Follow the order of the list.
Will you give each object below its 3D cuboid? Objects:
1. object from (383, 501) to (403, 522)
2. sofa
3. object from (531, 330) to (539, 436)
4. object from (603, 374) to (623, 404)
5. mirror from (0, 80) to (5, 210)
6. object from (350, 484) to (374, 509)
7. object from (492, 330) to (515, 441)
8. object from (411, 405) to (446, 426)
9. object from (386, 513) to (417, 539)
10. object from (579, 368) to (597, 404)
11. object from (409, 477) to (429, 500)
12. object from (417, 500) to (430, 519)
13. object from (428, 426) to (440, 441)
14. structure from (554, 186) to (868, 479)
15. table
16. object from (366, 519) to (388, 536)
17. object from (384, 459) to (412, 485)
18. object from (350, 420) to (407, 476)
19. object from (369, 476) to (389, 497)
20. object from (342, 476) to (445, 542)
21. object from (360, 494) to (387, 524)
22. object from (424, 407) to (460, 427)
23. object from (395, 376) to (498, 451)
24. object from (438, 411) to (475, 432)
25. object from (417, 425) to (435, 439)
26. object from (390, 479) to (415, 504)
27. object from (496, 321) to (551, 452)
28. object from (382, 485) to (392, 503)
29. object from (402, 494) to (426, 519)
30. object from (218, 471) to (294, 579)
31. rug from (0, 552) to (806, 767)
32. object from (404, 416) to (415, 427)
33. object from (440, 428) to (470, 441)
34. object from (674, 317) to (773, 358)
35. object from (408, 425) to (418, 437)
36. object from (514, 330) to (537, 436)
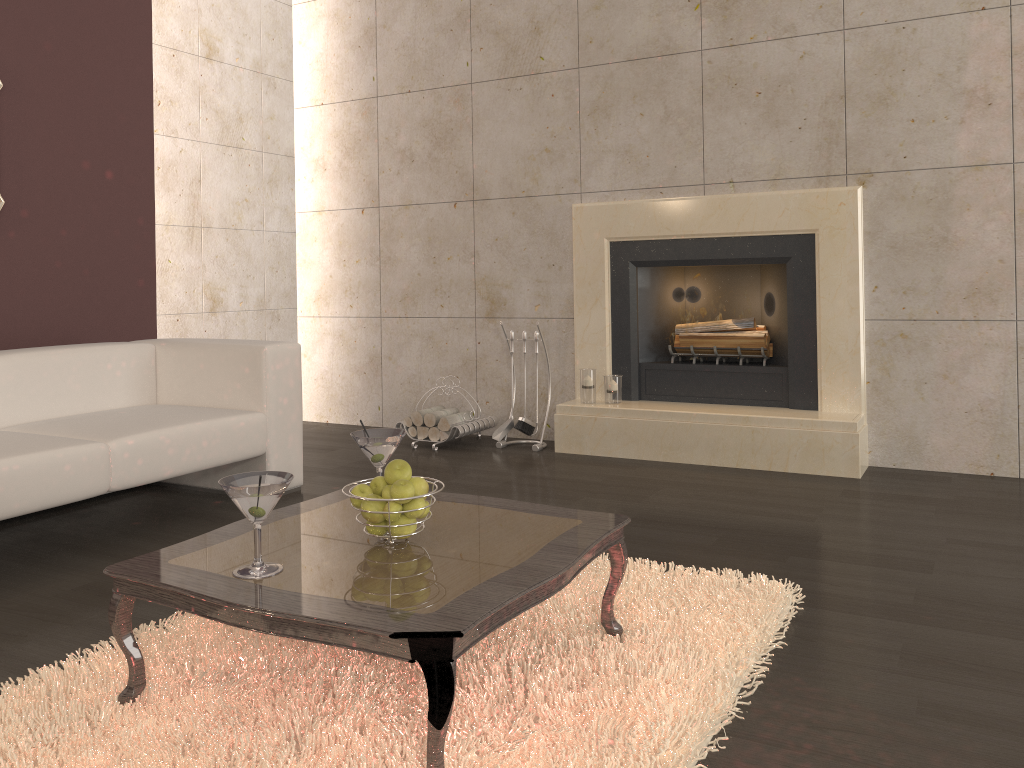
[{"bbox_3d":[-0.264,0.283,1.953,0.044,0.045,0.046,0,3,20],"label":"object"},{"bbox_3d":[-1.979,0.256,2.950,0.943,0.649,2.798,1,7,29],"label":"sofa"},{"bbox_3d":[0.126,-0.007,4.790,0.027,0.564,0.106,-1,0,22],"label":"object"},{"bbox_3d":[0.538,0.028,4.691,0.108,0.148,0.108,0,3,33],"label":"object"},{"bbox_3d":[-2.860,-1.048,3.425,0.047,0.821,1.792,-1,5,29],"label":"mirror"},{"bbox_3d":[-0.343,0.256,2.010,0.054,0.054,0.054,-1,3,-9],"label":"object"},{"bbox_3d":[-0.036,0.004,4.874,0.125,0.602,0.116,-1,0,-22],"label":"object"},{"bbox_3d":[-0.469,0.179,5.002,0.081,0.082,0.253,1,6,29],"label":"object"},{"bbox_3d":[-0.250,0.317,1.994,0.069,0.063,0.068,-2,4,-16],"label":"object"},{"bbox_3d":[0.408,0.010,4.712,0.098,0.183,0.098,-1,1,-18],"label":"object"},{"bbox_3d":[-0.219,0.245,2.027,0.057,0.061,0.063,-1,3,-2],"label":"object"},{"bbox_3d":[-0.217,0.289,2.048,0.051,0.048,0.051,1,4,23],"label":"object"},{"bbox_3d":[-0.367,0.261,4.948,0.079,0.076,0.253,1,6,29],"label":"object"},{"bbox_3d":[1.025,-0.308,4.578,1.525,1.339,0.590,1,2,29],"label":"structure"},{"bbox_3d":[-0.282,0.511,2.028,0.904,0.302,0.919,2,7,27],"label":"table"},{"bbox_3d":[-0.308,0.321,2.019,0.055,0.054,0.055,2,4,40],"label":"object"},{"bbox_3d":[-0.262,0.205,2.024,0.062,0.064,0.062,1,4,29],"label":"object"},{"bbox_3d":[-0.356,0.214,2.362,0.151,0.216,0.152,-1,2,4],"label":"object"},{"bbox_3d":[-0.305,0.238,2.040,0.050,0.049,0.046,2,4,43],"label":"object"},{"bbox_3d":[-0.270,0.296,2.020,0.234,0.118,0.235,-2,5,-16],"label":"object"},{"bbox_3d":[-0.307,0.279,1.975,0.066,0.066,0.066,-1,3,-4],"label":"object"},{"bbox_3d":[-0.393,0.187,4.962,0.079,0.076,0.253,1,6,29],"label":"object"},{"bbox_3d":[-0.369,0.146,5.021,0.431,0.379,0.504,1,5,29],"label":"object"},{"bbox_3d":[-0.310,0.206,4.923,0.080,0.079,0.263,1,6,29],"label":"object"},{"bbox_3d":[-0.428,0.255,4.999,0.082,0.074,0.277,1,6,29],"label":"object"},{"bbox_3d":[-0.243,0.240,1.957,0.053,0.051,0.054,1,4,29],"label":"object"},{"bbox_3d":[0.071,-0.001,4.857,0.263,0.697,0.217,-1,1,29],"label":"object"},{"bbox_3d":[-0.271,0.250,1.991,0.045,0.043,0.045,-1,3,0],"label":"object"},{"bbox_3d":[-0.220,0.275,1.977,0.053,0.051,0.054,1,4,33],"label":"object"},{"bbox_3d":[-0.527,0.279,1.823,0.151,0.216,0.152,0,2,21],"label":"object"},{"bbox_3d":[-0.273,0.659,2.007,1.509,0.067,2.009,3,8,28],"label":"rug"},{"bbox_3d":[-0.522,0.198,5.031,0.057,0.057,0.253,1,6,29],"label":"object"},{"bbox_3d":[-0.311,0.272,4.911,0.061,0.059,0.245,1,6,29],"label":"object"},{"bbox_3d":[1.120,-0.251,4.688,0.513,0.211,0.221,2,4,29],"label":"object"},{"bbox_3d":[-0.495,0.251,5.017,0.057,0.057,0.253,1,6,29],"label":"object"},{"bbox_3d":[0.070,-0.002,4.851,0.136,0.587,0.070,-1,0,-37],"label":"object"}]
